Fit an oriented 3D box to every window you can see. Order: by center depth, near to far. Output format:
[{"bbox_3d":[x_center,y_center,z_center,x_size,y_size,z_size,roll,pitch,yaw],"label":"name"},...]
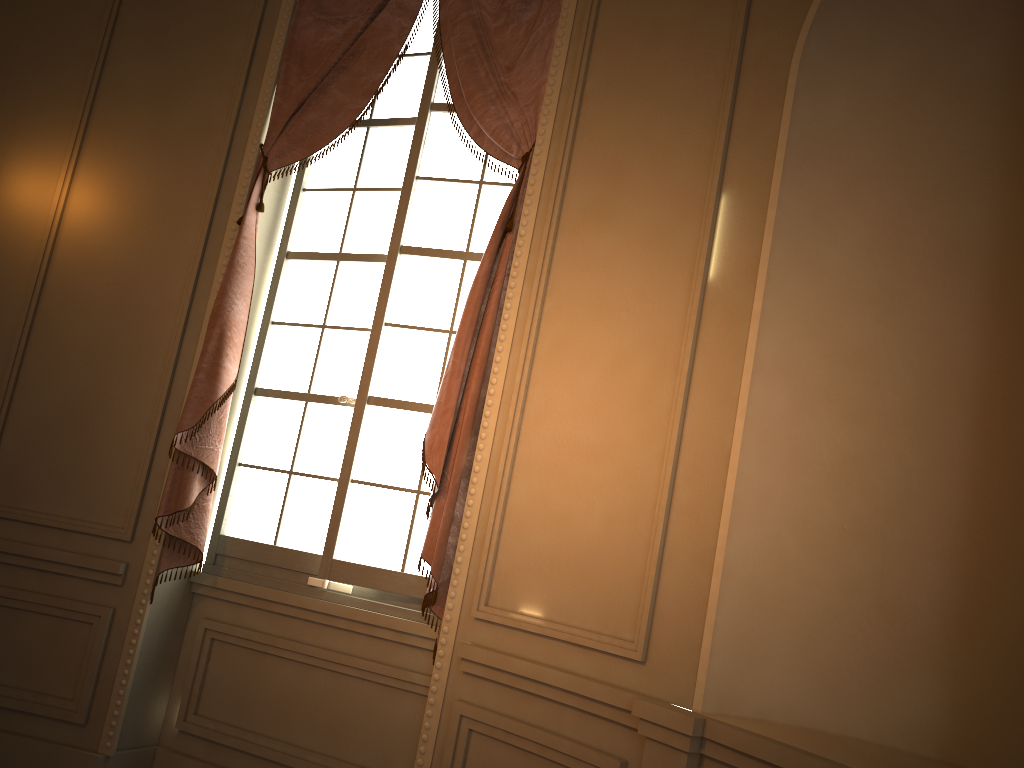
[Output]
[{"bbox_3d":[-0.470,-0.537,3.622,1.284,2.824,0.157,7,-9,25],"label":"window"}]

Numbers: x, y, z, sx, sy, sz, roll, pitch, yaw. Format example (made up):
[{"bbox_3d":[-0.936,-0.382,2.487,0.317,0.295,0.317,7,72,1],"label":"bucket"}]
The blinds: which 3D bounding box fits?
[{"bbox_3d":[-0.570,-0.528,3.403,1.307,2.964,0.292,7,-9,24],"label":"blinds"}]
